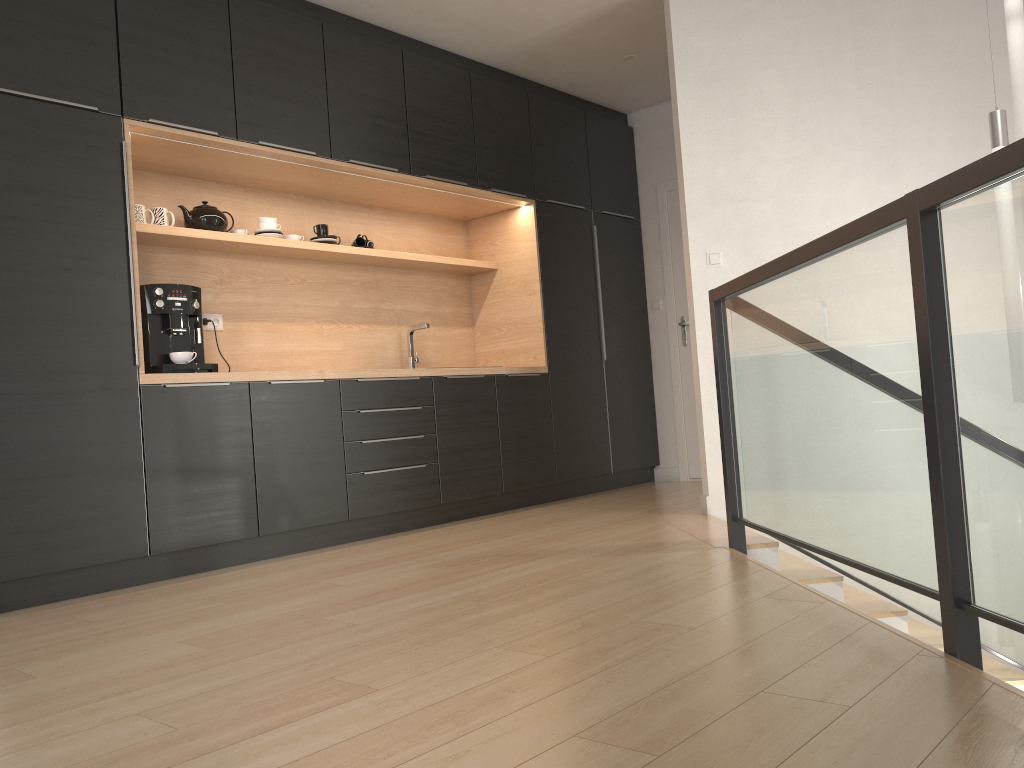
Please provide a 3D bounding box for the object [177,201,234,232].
[{"bbox_3d":[-1.500,-0.812,4.360,0.240,0.171,0.213,-4,-2,-12],"label":"object"}]

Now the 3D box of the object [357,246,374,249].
[{"bbox_3d":[-0.863,-0.765,5.090,0.145,0.025,0.145,-6,-2,44],"label":"object"}]

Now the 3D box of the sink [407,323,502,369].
[{"bbox_3d":[-0.450,-0.103,5.234,0.512,0.518,0.626,-6,-2,41],"label":"sink"}]

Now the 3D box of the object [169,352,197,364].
[{"bbox_3d":[-1.427,-0.106,3.830,0.099,0.057,0.095,-6,-2,44],"label":"object"}]

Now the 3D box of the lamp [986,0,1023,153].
[{"bbox_3d":[1.946,-1.298,3.297,0.359,6.725,0.359,-4,-2,-12],"label":"lamp"}]

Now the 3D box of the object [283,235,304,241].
[{"bbox_3d":[-1.193,-0.773,4.811,0.099,0.057,0.095,-6,-2,39],"label":"object"}]

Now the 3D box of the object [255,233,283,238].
[{"bbox_3d":[-1.255,-0.751,4.577,0.145,0.025,0.145,-5,-2,28],"label":"object"}]

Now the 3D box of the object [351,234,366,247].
[{"bbox_3d":[-0.885,-0.808,5.075,0.066,0.093,0.100,-3,-2,-34],"label":"object"}]

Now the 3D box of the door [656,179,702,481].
[{"bbox_3d":[1.485,-0.408,6.033,0.974,2.136,0.085,-6,-2,41],"label":"door"}]

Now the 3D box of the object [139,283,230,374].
[{"bbox_3d":[-1.473,-0.227,4.095,0.584,0.398,0.618,-6,-2,42],"label":"object"}]

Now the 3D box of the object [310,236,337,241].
[{"bbox_3d":[-1.033,-0.783,4.861,0.145,0.025,0.145,-3,-2,-35],"label":"object"}]

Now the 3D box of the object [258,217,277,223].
[{"bbox_3d":[-1.262,-0.833,4.580,0.095,0.075,0.098,-3,-2,-37],"label":"object"}]

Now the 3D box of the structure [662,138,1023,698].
[{"bbox_3d":[2.347,1.660,2.336,2.823,4.339,4.190,-4,-2,-4],"label":"structure"}]

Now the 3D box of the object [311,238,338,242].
[{"bbox_3d":[-1.029,-0.771,4.862,0.145,0.025,0.145,-3,-2,-35],"label":"object"}]

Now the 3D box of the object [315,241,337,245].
[{"bbox_3d":[-1.031,-0.759,4.860,0.145,0.025,0.145,-3,-2,-35],"label":"object"}]

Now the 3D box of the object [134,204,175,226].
[{"bbox_3d":[-1.723,-0.769,4.096,0.112,0.105,0.297,-6,-2,43],"label":"object"}]

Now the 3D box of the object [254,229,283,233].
[{"bbox_3d":[-1.257,-0.775,4.578,0.145,0.025,0.145,-5,-2,28],"label":"object"}]

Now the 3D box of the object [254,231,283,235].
[{"bbox_3d":[-1.255,-0.761,4.580,0.145,0.025,0.145,-5,-2,28],"label":"object"}]

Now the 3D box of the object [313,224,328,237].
[{"bbox_3d":[-1.041,-0.825,4.857,0.066,0.092,0.084,-5,-2,10],"label":"object"}]

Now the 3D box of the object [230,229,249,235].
[{"bbox_3d":[-1.397,-0.757,4.557,0.099,0.057,0.095,-4,-2,-1],"label":"object"}]

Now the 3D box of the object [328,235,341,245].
[{"bbox_3d":[-1.015,-0.790,5.006,0.066,0.092,0.084,-3,-2,-42],"label":"object"}]

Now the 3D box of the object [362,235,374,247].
[{"bbox_3d":[-0.838,-0.816,5.117,0.066,0.093,0.100,-3,-2,-39],"label":"object"}]

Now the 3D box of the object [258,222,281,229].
[{"bbox_3d":[-1.259,-0.799,4.583,0.095,0.057,0.099,-5,-2,14],"label":"object"}]
